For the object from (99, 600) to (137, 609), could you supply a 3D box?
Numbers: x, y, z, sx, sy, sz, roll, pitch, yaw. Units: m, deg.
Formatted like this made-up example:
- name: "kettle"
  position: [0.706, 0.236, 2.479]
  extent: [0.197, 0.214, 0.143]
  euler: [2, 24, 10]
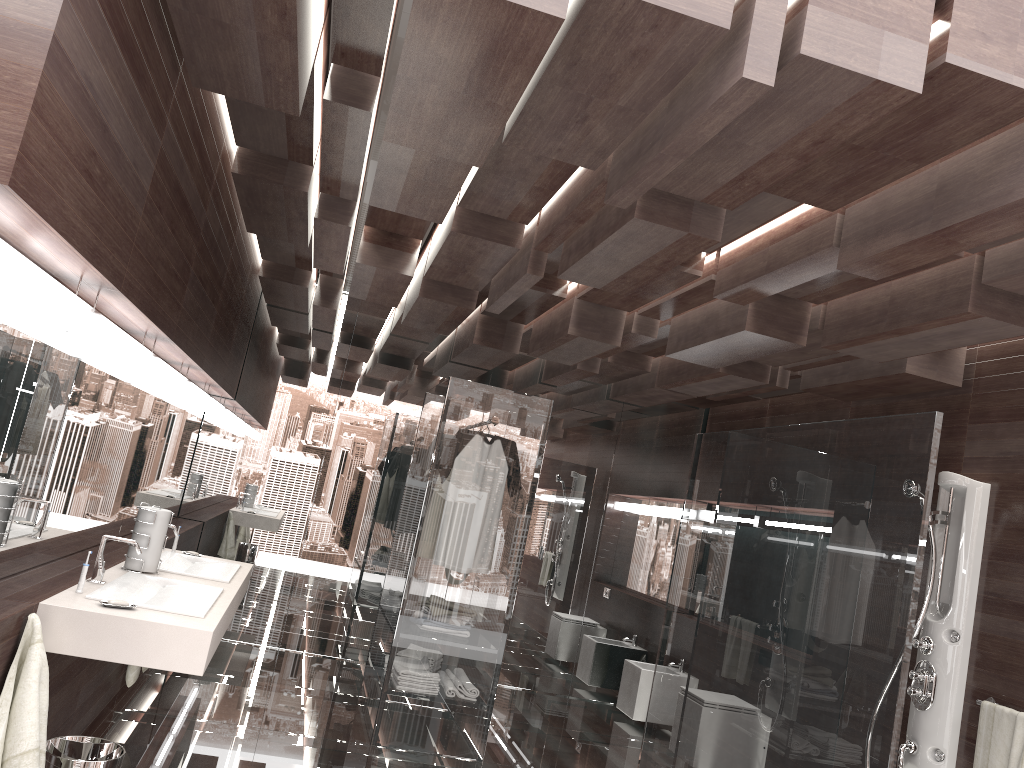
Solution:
- name: "object"
  position: [-1.199, 0.674, 2.697]
  extent: [0.108, 0.011, 0.065]
  euler: [17, -10, -33]

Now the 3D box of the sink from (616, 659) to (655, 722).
- name: "sink"
  position: [1.093, 2.254, 6.599]
  extent: [0.469, 0.456, 0.357]
  euler: [13, -8, -11]

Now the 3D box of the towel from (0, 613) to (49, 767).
- name: "towel"
  position: [-1.313, 0.974, 2.384]
  extent: [0.156, 0.678, 0.368]
  euler: [13, -8, -11]

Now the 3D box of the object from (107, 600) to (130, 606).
- name: "object"
  position: [-1.197, 0.667, 2.698]
  extent: [0.066, 0.016, 0.035]
  euler: [17, -10, -34]

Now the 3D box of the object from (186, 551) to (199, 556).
- name: "object"
  position: [-1.566, 0.830, 4.348]
  extent: [0.066, 0.016, 0.035]
  euler: [10, -8, 8]

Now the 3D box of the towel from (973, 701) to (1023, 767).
- name: "towel"
  position: [2.041, 1.550, 3.644]
  extent: [0.097, 0.414, 0.352]
  euler: [14, -9, -18]

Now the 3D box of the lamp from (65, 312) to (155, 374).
- name: "lamp"
  position: [-1.370, -0.133, 3.077]
  extent: [0.082, 0.082, 0.950]
  euler: [13, -8, -11]

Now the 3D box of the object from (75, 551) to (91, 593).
- name: "object"
  position: [-1.356, 0.596, 2.812]
  extent: [0.022, 0.132, 0.022]
  euler: [16, -9, -29]

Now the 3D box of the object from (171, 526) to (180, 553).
- name: "object"
  position: [-1.631, 0.756, 4.311]
  extent: [0.022, 0.132, 0.022]
  euler: [8, -9, 25]

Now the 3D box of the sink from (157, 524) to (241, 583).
- name: "sink"
  position: [-1.440, 0.746, 3.971]
  extent: [0.427, 0.193, 0.681]
  euler: [13, -8, -11]

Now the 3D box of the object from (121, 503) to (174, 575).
- name: "object"
  position: [-1.452, 0.613, 3.530]
  extent: [0.136, 0.261, 0.145]
  euler: [7, -10, 32]

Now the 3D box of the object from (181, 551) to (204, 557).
- name: "object"
  position: [-1.568, 0.837, 4.348]
  extent: [0.108, 0.011, 0.065]
  euler: [10, -8, 10]

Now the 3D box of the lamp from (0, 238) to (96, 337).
- name: "lamp"
  position: [-1.144, -0.230, 2.087]
  extent: [0.082, 0.082, 0.950]
  euler: [13, -8, -11]

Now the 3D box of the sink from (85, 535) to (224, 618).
- name: "sink"
  position: [-1.241, 0.661, 3.099]
  extent: [0.427, 0.193, 0.681]
  euler: [13, -8, -11]

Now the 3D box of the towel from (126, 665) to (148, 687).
- name: "towel"
  position: [-1.788, 1.178, 4.466]
  extent: [0.156, 0.678, 0.368]
  euler: [13, -8, -11]

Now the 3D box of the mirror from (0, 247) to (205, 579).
- name: "mirror"
  position: [0.191, 0.740, 4.410]
  extent: [4.126, 0.916, 5.081]
  euler: [13, -8, -11]

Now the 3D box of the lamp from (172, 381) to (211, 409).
- name: "lamp"
  position: [-1.828, 0.063, 5.082]
  extent: [0.082, 0.082, 0.950]
  euler: [13, -8, -11]

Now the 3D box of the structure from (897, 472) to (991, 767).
- name: "structure"
  position: [1.955, 1.191, 4.252]
  extent: [0.354, 1.560, 0.323]
  euler: [10, -8, 9]

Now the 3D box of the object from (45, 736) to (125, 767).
- name: "object"
  position: [-1.346, 1.289, 2.692]
  extent: [0.237, 0.358, 0.237]
  euler: [9, -9, 21]

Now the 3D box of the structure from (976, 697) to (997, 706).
- name: "structure"
  position: [2.108, 1.376, 3.679]
  extent: [0.071, 0.061, 0.455]
  euler: [13, -8, -11]

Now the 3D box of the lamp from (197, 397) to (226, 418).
- name: "lamp"
  position: [-2.051, 0.159, 6.061]
  extent: [0.082, 0.082, 0.950]
  euler: [13, -8, -11]

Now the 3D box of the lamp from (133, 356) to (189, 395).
- name: "lamp"
  position: [-1.598, -0.035, 4.074]
  extent: [0.082, 0.082, 0.950]
  euler: [13, -8, -11]

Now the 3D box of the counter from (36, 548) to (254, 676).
- name: "counter"
  position: [-1.348, 0.836, 3.521]
  extent: [0.488, 0.131, 1.954]
  euler: [13, -8, -11]

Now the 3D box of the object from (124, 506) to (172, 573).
- name: "object"
  position: [-1.446, 0.616, 3.525]
  extent: [0.124, 0.246, 0.128]
  euler: [16, -9, -30]
